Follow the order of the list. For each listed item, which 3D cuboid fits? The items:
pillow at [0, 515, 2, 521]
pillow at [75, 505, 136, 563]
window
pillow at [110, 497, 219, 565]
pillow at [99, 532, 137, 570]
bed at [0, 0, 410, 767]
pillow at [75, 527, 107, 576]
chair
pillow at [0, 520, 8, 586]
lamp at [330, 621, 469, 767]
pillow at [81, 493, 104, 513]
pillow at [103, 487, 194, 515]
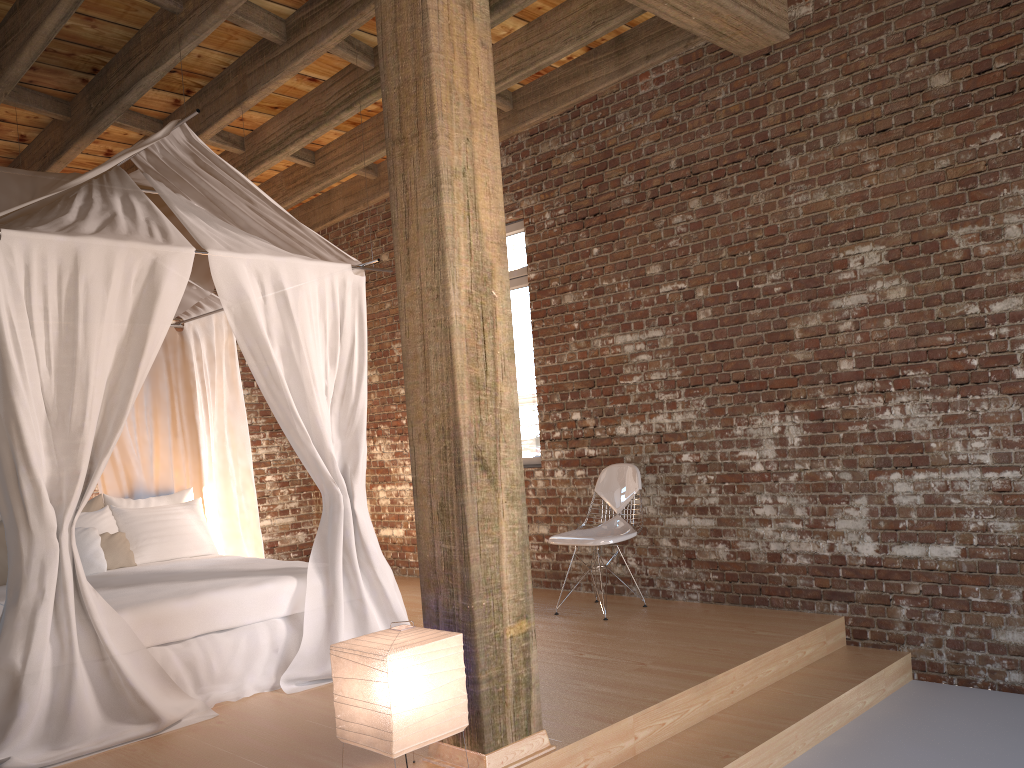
[{"bbox_3d":[-3.272,0.991,5.159,0.197,0.494,0.639,-3,0,45],"label":"pillow"},{"bbox_3d":[-2.720,0.964,5.452,0.345,0.404,0.617,-5,-1,42],"label":"pillow"},{"bbox_3d":[-0.244,-0.245,6.826,1.300,1.854,0.173,-4,1,44],"label":"window"},{"bbox_3d":[-2.301,0.991,5.889,0.635,0.433,0.289,-3,-1,-45],"label":"pillow"},{"bbox_3d":[-2.504,1.037,5.477,0.160,0.234,0.291,-4,-1,43],"label":"pillow"},{"bbox_3d":[-2.225,-0.347,4.838,2.638,3.893,2.519,-4,0,44],"label":"bed"},{"bbox_3d":[-2.654,1.014,5.277,0.389,0.292,0.212,-3,-1,-37],"label":"pillow"},{"bbox_3d":[0.552,0.962,5.513,0.531,0.899,0.579,-4,1,44],"label":"chair"},{"bbox_3d":[-3.133,1.008,5.026,0.354,0.415,0.618,-5,-1,42],"label":"pillow"},{"bbox_3d":[0.052,1.157,2.616,1.369,0.782,0.363,-6,0,36],"label":"lamp"},{"bbox_3d":[-2.867,0.968,5.586,0.206,0.496,0.638,-3,0,44],"label":"pillow"},{"bbox_3d":[-2.442,0.965,6.021,0.205,0.500,0.637,-3,0,44],"label":"pillow"}]
